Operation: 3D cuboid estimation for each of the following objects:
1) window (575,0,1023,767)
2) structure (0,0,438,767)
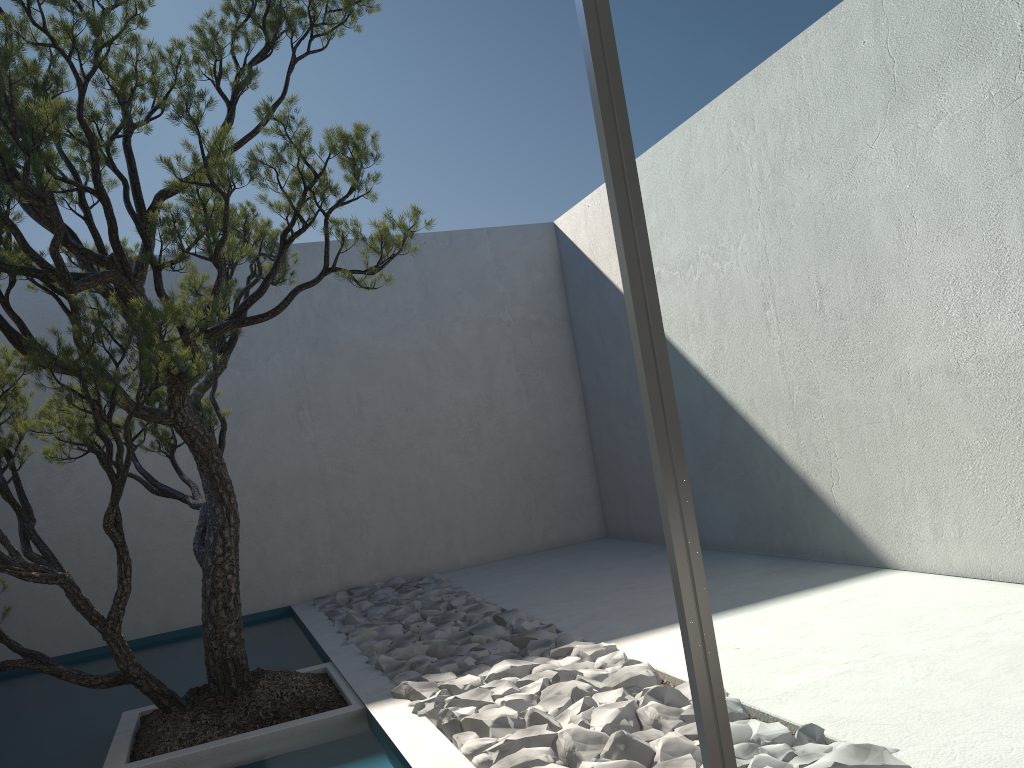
[{"bbox_3d":[0.981,-0.601,1.560,1.878,3.002,0.022,-9,1,-19],"label":"window"},{"bbox_3d":[-1.687,-0.007,3.580,2.574,3.469,2.533,-9,-1,-27],"label":"structure"}]
